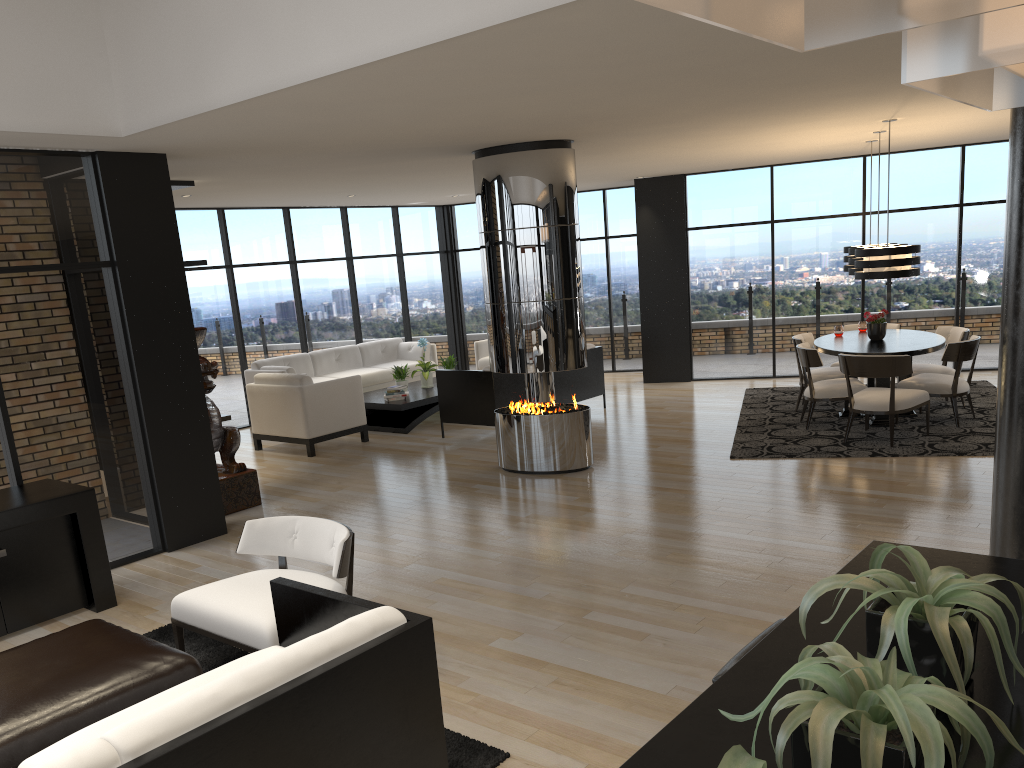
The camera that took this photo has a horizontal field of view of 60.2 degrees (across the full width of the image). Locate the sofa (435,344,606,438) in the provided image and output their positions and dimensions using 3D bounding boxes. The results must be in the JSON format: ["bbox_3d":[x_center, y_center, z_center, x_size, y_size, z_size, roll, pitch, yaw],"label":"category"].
[{"bbox_3d":[0.142,0.044,10.078,0.835,0.819,2.003,4,12,39],"label":"sofa"}]

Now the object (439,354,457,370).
[{"bbox_3d":[-0.815,-0.205,11.416,0.284,0.377,0.210,-1,12,18],"label":"object"}]

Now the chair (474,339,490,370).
[{"bbox_3d":[0.112,-0.331,12.526,0.997,0.872,0.842,4,14,39],"label":"chair"}]

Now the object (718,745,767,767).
[{"bbox_3d":[0.183,0.547,0.945,0.404,0.221,0.393,-9,10,-25],"label":"object"}]

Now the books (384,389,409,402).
[{"bbox_3d":[-1.352,0.119,10.329,0.307,0.129,0.220,-6,10,-11],"label":"books"}]

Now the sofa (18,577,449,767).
[{"bbox_3d":[-1.191,1.247,2.438,0.835,0.819,2.003,4,12,39],"label":"sofa"}]

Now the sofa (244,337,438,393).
[{"bbox_3d":[-2.210,-0.063,11.992,0.851,0.871,2.657,4,12,39],"label":"sofa"}]

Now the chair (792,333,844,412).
[{"bbox_3d":[3.301,-0.118,9.372,0.615,0.822,0.631,1,13,27],"label":"chair"}]

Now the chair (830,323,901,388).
[{"bbox_3d":[3.956,-0.242,9.865,0.640,0.822,0.607,4,14,37],"label":"chair"}]

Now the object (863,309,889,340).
[{"bbox_3d":[3.613,-0.588,8.768,0.229,0.304,0.233,-1,12,19],"label":"object"}]

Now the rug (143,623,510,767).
[{"bbox_3d":[-1.932,1.627,3.063,2.472,0.012,2.991,2,11,40],"label":"rug"}]

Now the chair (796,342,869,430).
[{"bbox_3d":[3.083,0.016,8.562,0.616,0.822,0.630,-3,11,10],"label":"chair"}]

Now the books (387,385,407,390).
[{"bbox_3d":[-1.341,0.042,10.311,0.184,0.027,0.152,0,10,31],"label":"books"}]

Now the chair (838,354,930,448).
[{"bbox_3d":[3.257,0.113,7.788,0.608,0.822,0.639,-15,15,-43],"label":"chair"}]

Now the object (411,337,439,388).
[{"bbox_3d":[-1.075,-0.269,11.062,0.353,0.643,0.366,-12,14,-30],"label":"object"}]

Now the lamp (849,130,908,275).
[{"bbox_3d":[3.547,-1.749,8.538,0.536,1.355,0.525,-1,13,16],"label":"lamp"}]

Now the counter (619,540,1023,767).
[{"bbox_3d":[0.416,0.681,0.765,1.175,0.032,3.071,2,11,40],"label":"counter"}]

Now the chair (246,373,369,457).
[{"bbox_3d":[-2.251,0.263,9.739,0.997,0.872,0.842,4,14,39],"label":"chair"}]

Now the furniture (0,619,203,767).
[{"bbox_3d":[-1.783,1.312,3.475,0.824,0.492,0.816,3,12,39],"label":"furniture"}]

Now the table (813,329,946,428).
[{"bbox_3d":[3.669,-0.060,8.880,1.209,0.783,2.068,-1,9,19],"label":"table"}]

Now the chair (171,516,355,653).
[{"bbox_3d":[-1.111,1.052,4.221,0.802,0.688,0.674,4,14,39],"label":"chair"}]

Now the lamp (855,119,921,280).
[{"bbox_3d":[3.285,-1.608,7.707,0.536,1.355,0.525,-1,13,16],"label":"lamp"}]

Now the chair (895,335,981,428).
[{"bbox_3d":[4.038,-0.027,8.311,0.634,0.822,0.612,-15,16,-43],"label":"chair"}]

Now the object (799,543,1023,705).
[{"bbox_3d":[0.751,0.403,1.538,0.404,0.244,0.393,-9,10,-25],"label":"object"}]

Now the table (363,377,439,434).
[{"bbox_3d":[-1.087,0.228,11.123,1.260,0.358,2.003,2,11,40],"label":"table"}]

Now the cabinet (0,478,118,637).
[{"bbox_3d":[-3.611,1.209,4.326,0.619,0.754,2.996,5,12,39],"label":"cabinet"}]

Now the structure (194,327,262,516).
[{"bbox_3d":[-2.615,0.263,7.315,0.728,1.625,0.509,5,16,39],"label":"structure"}]

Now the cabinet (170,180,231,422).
[{"bbox_3d":[-4.063,-0.380,8.498,2.651,2.794,1.168,4,15,40],"label":"cabinet"}]

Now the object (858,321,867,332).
[{"bbox_3d":[3.816,-0.626,9.597,0.095,0.108,0.094,-8,11,-16],"label":"object"}]

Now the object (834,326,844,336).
[{"bbox_3d":[3.464,-0.562,9.356,0.095,0.108,0.093,1,12,28],"label":"object"}]

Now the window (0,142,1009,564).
[{"bbox_3d":[-0.969,-1.322,5.880,10.120,4.876,15.617,0,10,26],"label":"window"}]

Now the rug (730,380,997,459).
[{"bbox_3d":[3.731,0.306,9.022,2.718,0.011,3.654,-2,9,17],"label":"rug"}]

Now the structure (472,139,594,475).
[{"bbox_3d":[0.194,-0.608,7.634,0.891,2.796,0.575,2,14,27],"label":"structure"}]

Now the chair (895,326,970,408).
[{"bbox_3d":[4.305,-0.153,9.038,0.616,0.822,0.630,-4,11,3],"label":"chair"}]

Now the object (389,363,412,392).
[{"bbox_3d":[-1.356,-0.071,10.796,0.284,0.377,0.210,-4,12,3],"label":"object"}]

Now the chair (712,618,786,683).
[{"bbox_3d":[0.762,1.073,1.964,0.517,0.982,0.468,5,16,39],"label":"chair"}]

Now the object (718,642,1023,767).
[{"bbox_3d":[0.474,0.468,1.249,0.395,0.244,0.402,-9,10,-25],"label":"object"}]

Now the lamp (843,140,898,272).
[{"bbox_3d":[3.808,-1.889,9.369,0.536,1.355,0.525,-1,13,16],"label":"lamp"}]

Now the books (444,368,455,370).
[{"bbox_3d":[-0.856,-0.136,11.816,0.224,0.128,0.302,-3,9,8],"label":"books"}]
